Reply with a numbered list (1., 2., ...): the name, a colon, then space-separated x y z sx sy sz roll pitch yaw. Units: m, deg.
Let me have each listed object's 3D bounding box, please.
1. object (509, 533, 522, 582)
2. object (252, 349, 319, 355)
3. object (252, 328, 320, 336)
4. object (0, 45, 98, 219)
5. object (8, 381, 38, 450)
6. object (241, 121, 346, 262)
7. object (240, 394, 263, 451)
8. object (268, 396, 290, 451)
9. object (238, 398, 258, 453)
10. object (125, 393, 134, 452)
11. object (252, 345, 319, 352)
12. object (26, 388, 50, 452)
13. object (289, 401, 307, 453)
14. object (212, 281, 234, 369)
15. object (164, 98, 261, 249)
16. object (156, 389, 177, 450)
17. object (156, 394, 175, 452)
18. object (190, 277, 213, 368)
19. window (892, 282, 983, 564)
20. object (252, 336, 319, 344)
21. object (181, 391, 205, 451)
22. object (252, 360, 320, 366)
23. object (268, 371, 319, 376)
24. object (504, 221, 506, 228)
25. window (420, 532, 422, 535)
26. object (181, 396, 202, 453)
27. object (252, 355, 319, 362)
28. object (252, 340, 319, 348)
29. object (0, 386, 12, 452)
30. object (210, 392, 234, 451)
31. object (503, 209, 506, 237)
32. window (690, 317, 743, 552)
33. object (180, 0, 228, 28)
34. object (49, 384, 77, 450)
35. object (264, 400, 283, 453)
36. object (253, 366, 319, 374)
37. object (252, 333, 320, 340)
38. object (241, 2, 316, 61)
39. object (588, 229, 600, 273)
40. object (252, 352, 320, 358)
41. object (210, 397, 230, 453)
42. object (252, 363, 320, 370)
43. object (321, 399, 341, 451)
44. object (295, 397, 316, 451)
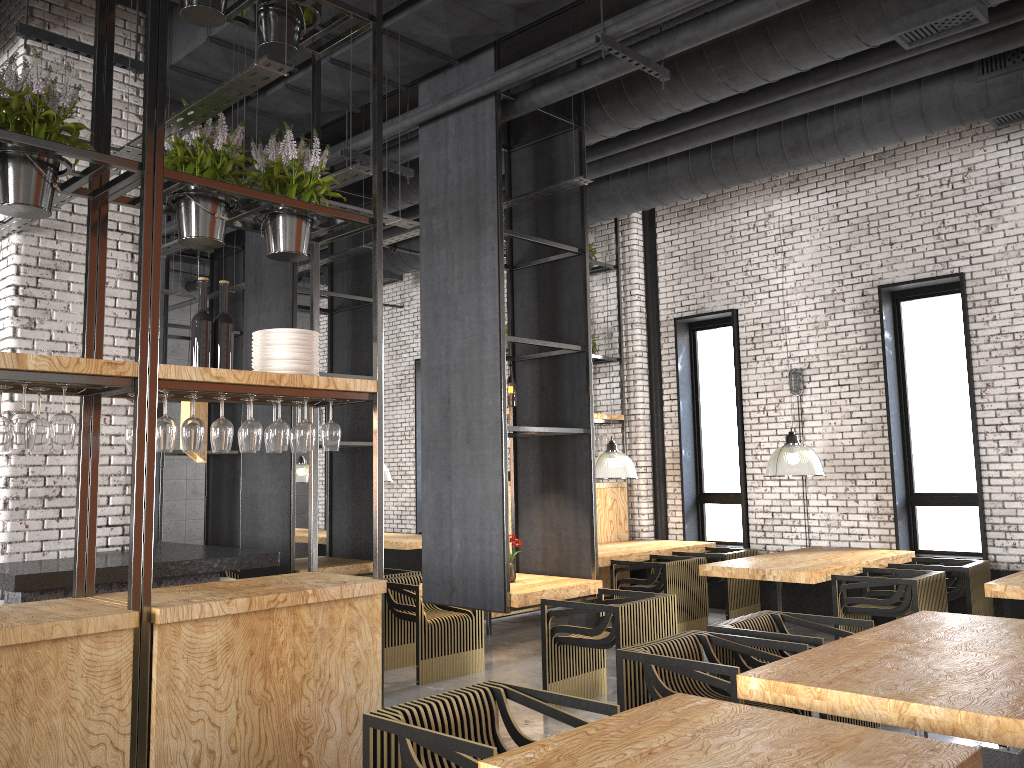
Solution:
1. object: -0.003 1.279 6.560 0.156 0.356 0.170 -1 -7 2
2. object: -1.152 -0.143 4.518 0.334 0.039 0.334 3 -7 -38
3. object: -1.154 -0.240 4.530 0.334 0.039 0.334 -3 -6 17
4. object: -2.061 -0.998 3.750 0.416 0.560 0.466 -2 -7 11
5. object: -1.895 0.119 3.439 0.101 0.268 0.101 3 -8 -32
6. object: -1.154 -0.930 4.598 0.416 0.560 0.467 -6 -8 37
7. object: -1.217 0.177 4.142 0.101 0.268 0.100 -2 -7 7
8. object: -1.115 0.185 4.248 0.101 0.268 0.100 -2 -7 7
9. object: -1.321 0.209 4.444 0.101 0.268 0.100 -2 -7 7
10. object: -1.710 0.176 4.042 0.101 0.268 0.100 0 -7 -10
11. object: -1.152 -0.163 4.520 0.334 0.043 0.334 -4 -7 27
12. object: -2.000 0.152 3.741 0.101 0.268 0.101 3 -8 -32
13. object: -1.117 0.227 4.656 0.101 0.268 0.100 -2 -7 7
14. object: -1.395 -0.264 4.281 0.098 0.472 0.098 -2 -7 6
15. object: -1.507 -0.953 4.307 0.467 0.560 0.415 4 -8 -38
16. object: -1.503 0.153 3.845 0.101 0.268 0.100 0 -7 -10
17. object: -1.621 0.184 4.134 0.101 0.268 0.100 0 -7 -10
18. object: -1.469 -0.270 4.203 0.098 0.472 0.098 -2 -7 6
19. window: 4.146 0.360 8.629 0.747 2.705 0.364 -8 -9 43
20. object: -1.154 -0.201 4.525 0.334 0.044 0.334 -3 -6 14
21. object: -1.415 0.160 3.937 0.101 0.268 0.100 0 -7 -10
22. object: -1.151 -0.089 4.511 0.334 0.040 0.334 -2 -6 8
23. object: -1.149 -0.030 4.504 0.334 0.033 0.334 3 -7 -38
24. object: 0.112 -1.544 9.954 0.467 0.560 0.415 -1 -7 2
25. window: -1.047 0.963 13.568 0.747 2.705 0.364 -8 -9 43
26. object: -1.525 0.192 4.233 0.101 0.268 0.100 -2 -7 7
27. object: -1.152 -0.108 4.514 0.334 0.039 0.334 -2 -6 10
28. object: -1.153 -0.182 4.523 0.334 0.041 0.334 -2 -6 13
29. object: -2.102 0.143 3.636 0.101 0.268 0.101 3 -8 -32
30. object: -1.319 0.168 4.036 0.101 0.268 0.100 -2 -7 7
31. object: -0.276 -1.572 9.603 0.416 0.560 0.466 -3 -7 18
32. window: 2.401 0.562 10.289 0.747 2.705 0.364 -8 -9 43
33. object: -1.513 -2.075 4.377 0.416 0.560 0.466 -3 -7 17
34. object: -1.793 0.128 3.545 0.101 0.268 0.101 3 -8 -32
35. object: -1.219 0.218 4.550 0.101 0.268 0.100 -2 -7 7
36. object: -1.151 -0.050 4.508 0.334 0.046 0.334 -4 -6 24
37. object: -1.153 -0.220 4.527 0.334 0.039 0.334 -3 -6 19
38. object: -1.251 -2.043 4.743 0.416 0.560 0.466 1 -7 -22
39. object: 0.812 -1.488 10.642 0.416 0.560 0.466 4 -8 -36
40. object: -1.151 -0.128 4.515 0.334 0.040 0.334 1 -6 -24
41. object: -1.423 0.201 4.339 0.101 0.268 0.100 -2 -7 7
42. object: -1.150 -0.069 4.509 0.334 0.037 0.334 -2 -6 10
43. object: -0.911 0.203 4.460 0.101 0.268 0.100 -2 -7 7
44. object: -1.013 0.194 4.354 0.101 0.268 0.100 -2 -7 7
